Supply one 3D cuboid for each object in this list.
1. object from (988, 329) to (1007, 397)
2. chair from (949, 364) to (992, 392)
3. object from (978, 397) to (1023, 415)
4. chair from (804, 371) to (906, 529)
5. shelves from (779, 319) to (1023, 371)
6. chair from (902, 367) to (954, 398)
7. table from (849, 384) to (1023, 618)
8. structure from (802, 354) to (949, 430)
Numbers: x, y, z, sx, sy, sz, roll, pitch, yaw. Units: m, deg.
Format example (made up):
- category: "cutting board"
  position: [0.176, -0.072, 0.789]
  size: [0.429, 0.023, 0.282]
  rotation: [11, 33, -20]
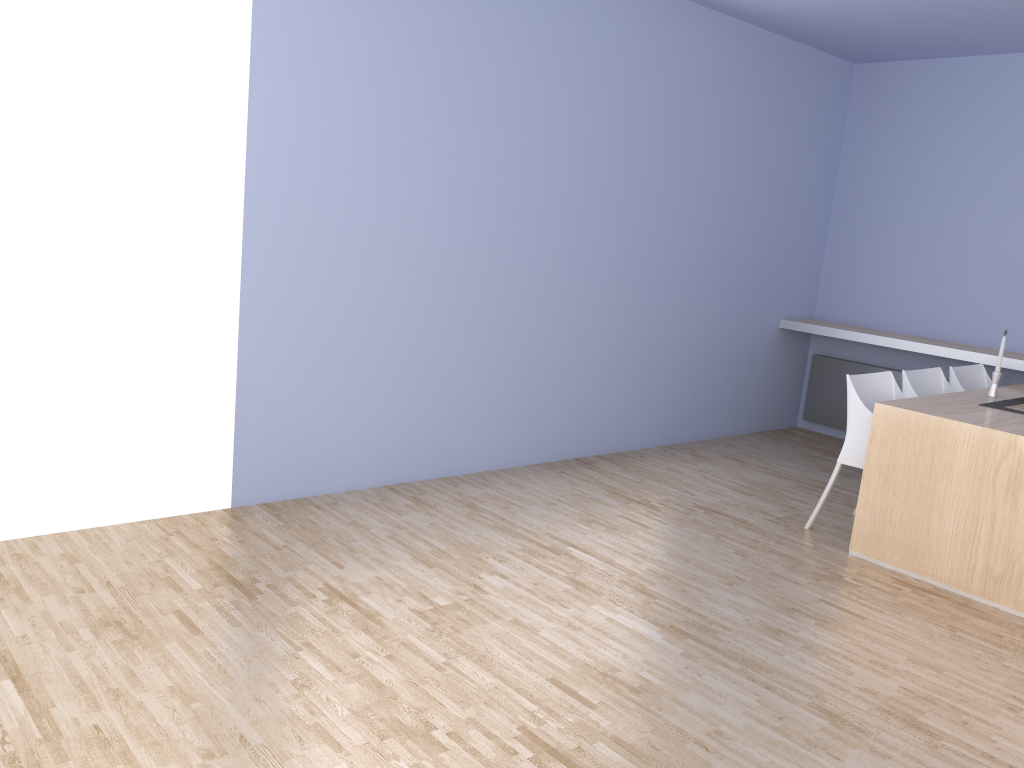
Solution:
- category: "object"
  position: [2.463, -0.109, 4.483]
  size: [0.045, 0.349, 0.045]
  rotation: [6, 11, 0]
- category: "chair"
  position: [2.703, 0.311, 5.086]
  size: [0.510, 0.793, 0.486]
  rotation: [-4, 14, -41]
- category: "object"
  position: [2.759, 0.133, 4.294]
  size: [0.986, 0.005, 0.594]
  rotation: [-4, 14, -41]
- category: "chair"
  position: [1.837, 0.365, 4.333]
  size: [0.510, 0.793, 0.486]
  rotation: [-4, 14, -41]
- category: "shelves"
  position: [3.337, 0.321, 5.241]
  size: [0.463, 0.840, 3.901]
  rotation: [-4, 14, -41]
- category: "chair"
  position: [2.270, 0.338, 4.709]
  size: [0.510, 0.793, 0.486]
  rotation: [-4, 14, -41]
- category: "table"
  position: [2.798, 0.480, 4.436]
  size: [2.340, 0.718, 1.002]
  rotation: [-4, 14, -41]
- category: "structure"
  position: [3.508, 0.409, 5.326]
  size: [0.064, 0.503, 3.843]
  rotation: [-4, 14, -41]
